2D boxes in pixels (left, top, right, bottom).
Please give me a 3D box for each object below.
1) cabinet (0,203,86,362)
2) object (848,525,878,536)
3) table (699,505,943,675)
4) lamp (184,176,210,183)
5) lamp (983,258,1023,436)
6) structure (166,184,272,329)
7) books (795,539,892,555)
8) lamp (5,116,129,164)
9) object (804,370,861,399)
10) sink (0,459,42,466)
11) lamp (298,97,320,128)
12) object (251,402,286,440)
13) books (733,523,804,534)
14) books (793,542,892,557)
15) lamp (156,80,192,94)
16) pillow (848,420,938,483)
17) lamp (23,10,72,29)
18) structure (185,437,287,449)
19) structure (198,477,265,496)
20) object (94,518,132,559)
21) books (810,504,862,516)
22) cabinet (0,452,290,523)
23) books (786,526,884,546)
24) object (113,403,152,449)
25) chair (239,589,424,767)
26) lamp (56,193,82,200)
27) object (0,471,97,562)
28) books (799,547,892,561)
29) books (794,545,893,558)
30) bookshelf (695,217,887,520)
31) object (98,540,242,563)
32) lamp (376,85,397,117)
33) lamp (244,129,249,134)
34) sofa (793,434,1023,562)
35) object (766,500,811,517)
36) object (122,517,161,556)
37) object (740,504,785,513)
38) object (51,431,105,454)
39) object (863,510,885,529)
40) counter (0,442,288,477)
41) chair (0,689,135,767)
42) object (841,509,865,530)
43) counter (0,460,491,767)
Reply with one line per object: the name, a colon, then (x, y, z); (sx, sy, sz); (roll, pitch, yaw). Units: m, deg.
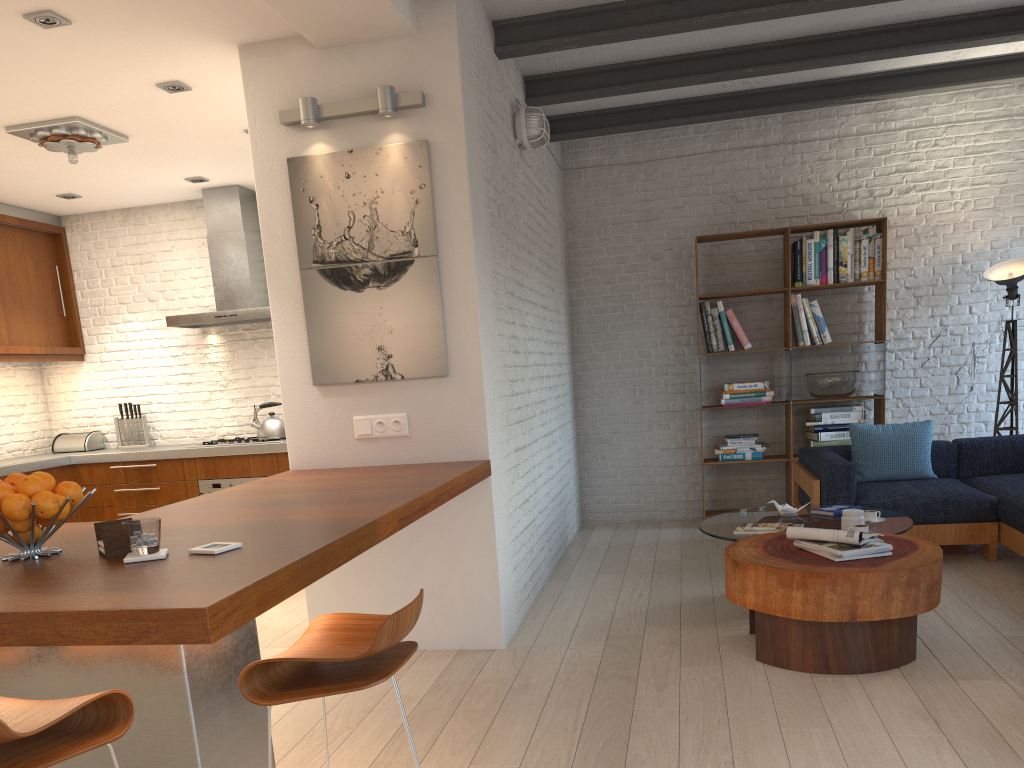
cabinet: (-4.145, -0.718, 5.643); (0.463, 1.185, 3.270); (-2, 2, 11)
object: (1.599, 0.678, 4.012); (0.146, 0.057, 0.171); (-4, 2, 1)
table: (1.454, 0.940, 4.333); (1.079, 0.456, 1.791); (-3, 2, 17)
lamp: (-2.244, -1.471, 6.203); (0.124, 0.056, 0.121); (-4, 3, 11)
lamp: (3.651, 0.048, 6.016); (0.503, 1.890, 0.849); (-7, 10, -16)
structure: (-2.129, -0.971, 6.639); (0.987, 1.017, 0.444); (-3, 9, 11)
books: (1.413, 0.682, 3.737); (0.251, 0.011, 0.313); (-4, 1, -14)
lamp: (-2.493, -1.335, 4.932); (0.451, 0.174, 0.440); (-4, 2, 11)
object: (2.431, 0.011, 6.621); (0.395, 0.206, 0.401); (-7, 4, -37)
sink: (-3.899, 0.509, 6.227); (0.518, 0.438, 0.839); (-3, 3, 11)
lamp: (-0.883, -1.181, 3.792); (0.079, 0.107, 0.078); (2, 10, 39)
object: (-1.833, 0.275, 6.673); (0.262, 0.282, 0.257); (0, 8, 33)
books: (1.330, 0.748, 4.515); (0.319, 0.011, 0.247); (-4, 1, 24)
books: (1.416, 0.692, 3.747); (0.251, 0.011, 0.314); (-5, 1, -19)
lamp: (-1.672, -1.486, 4.306); (0.124, 0.056, 0.121); (-4, 3, 11)
pillow: (2.530, 0.449, 5.810); (0.556, 0.419, 0.217); (-3, 9, 11)
lamp: (-1.841, -1.461, 3.450); (0.124, 0.056, 0.121); (-4, 3, 11)
structure: (-2.045, 0.441, 6.847); (0.813, 0.032, 0.577); (-4, 1, 11)
structure: (-2.019, 1.002, 6.885); (0.671, 0.591, 0.487); (-3, 7, 11)
object: (-1.026, 0.402, 2.279); (0.093, 0.084, 0.113); (-8, 6, -34)
books: (1.806, 0.702, 4.866); (0.229, 0.023, 0.161); (-5, 1, -30)
cabinet: (-2.786, 0.024, 5.908); (4.741, 2.902, 2.233); (-6, 7, -24)
books: (1.415, 0.667, 3.813); (0.321, 0.111, 0.268); (-2, 3, 44)
object: (-3.172, 0.344, 7.260); (0.322, 0.385, 0.064); (-3, 11, 11)
chair: (-0.398, 0.943, 2.299); (0.423, 0.794, 0.392); (-2, 9, 11)
lamp: (-3.259, -1.399, 6.411); (0.124, 0.056, 0.121); (-4, 3, 11)
object: (-1.300, 0.351, 2.326); (0.363, 0.227, 0.359); (-6, 4, -23)
books: (1.426, 0.713, 3.752); (0.252, 0.011, 0.313); (-4, 1, -9)
books: (1.426, 0.702, 3.765); (0.251, 0.011, 0.314); (-5, 1, -19)
bookshelf: (2.104, -0.028, 6.641); (1.320, 2.257, 0.353); (-2, 11, 11)
object: (-0.906, 0.418, 2.217); (0.396, 0.035, 0.194); (-4, 1, 15)
lamp: (-0.535, -1.206, 3.721); (0.079, 0.107, 0.078); (2, 10, 39)
lamp: (-1.503, -1.511, 5.162); (0.124, 0.056, 0.121); (-4, 3, 11)
sofa: (2.673, 0.741, 4.186); (2.083, 0.675, 3.866); (-4, 1, 11)
object: (1.548, 0.686, 4.874); (0.186, 0.093, 0.190); (-2, 4, 37)
object: (-0.919, 0.383, 2.179); (0.091, 0.087, 0.089); (-1, 6, 26)
object: (1.463, 0.722, 5.073); (0.301, 0.028, 0.067); (-4, 2, -11)
object: (-3.658, 0.488, 7.337); (0.345, 0.163, 0.244); (-4, 4, 11)
object: (1.847, 0.689, 4.456); (0.155, 0.058, 0.265); (-4, 1, 4)
counter: (-2.548, 0.547, 5.605); (3.528, 0.071, 3.262); (-4, 1, 11)
chair: (-1.095, 1.001, 1.904); (0.405, 0.794, 0.410); (-2, 9, 11)
object: (1.680, 0.676, 4.298); (0.108, 0.110, 0.105); (-1, 7, 27)
counter: (-1.128, 0.909, 3.093); (1.689, 0.940, 2.443); (-4, 2, 11)
